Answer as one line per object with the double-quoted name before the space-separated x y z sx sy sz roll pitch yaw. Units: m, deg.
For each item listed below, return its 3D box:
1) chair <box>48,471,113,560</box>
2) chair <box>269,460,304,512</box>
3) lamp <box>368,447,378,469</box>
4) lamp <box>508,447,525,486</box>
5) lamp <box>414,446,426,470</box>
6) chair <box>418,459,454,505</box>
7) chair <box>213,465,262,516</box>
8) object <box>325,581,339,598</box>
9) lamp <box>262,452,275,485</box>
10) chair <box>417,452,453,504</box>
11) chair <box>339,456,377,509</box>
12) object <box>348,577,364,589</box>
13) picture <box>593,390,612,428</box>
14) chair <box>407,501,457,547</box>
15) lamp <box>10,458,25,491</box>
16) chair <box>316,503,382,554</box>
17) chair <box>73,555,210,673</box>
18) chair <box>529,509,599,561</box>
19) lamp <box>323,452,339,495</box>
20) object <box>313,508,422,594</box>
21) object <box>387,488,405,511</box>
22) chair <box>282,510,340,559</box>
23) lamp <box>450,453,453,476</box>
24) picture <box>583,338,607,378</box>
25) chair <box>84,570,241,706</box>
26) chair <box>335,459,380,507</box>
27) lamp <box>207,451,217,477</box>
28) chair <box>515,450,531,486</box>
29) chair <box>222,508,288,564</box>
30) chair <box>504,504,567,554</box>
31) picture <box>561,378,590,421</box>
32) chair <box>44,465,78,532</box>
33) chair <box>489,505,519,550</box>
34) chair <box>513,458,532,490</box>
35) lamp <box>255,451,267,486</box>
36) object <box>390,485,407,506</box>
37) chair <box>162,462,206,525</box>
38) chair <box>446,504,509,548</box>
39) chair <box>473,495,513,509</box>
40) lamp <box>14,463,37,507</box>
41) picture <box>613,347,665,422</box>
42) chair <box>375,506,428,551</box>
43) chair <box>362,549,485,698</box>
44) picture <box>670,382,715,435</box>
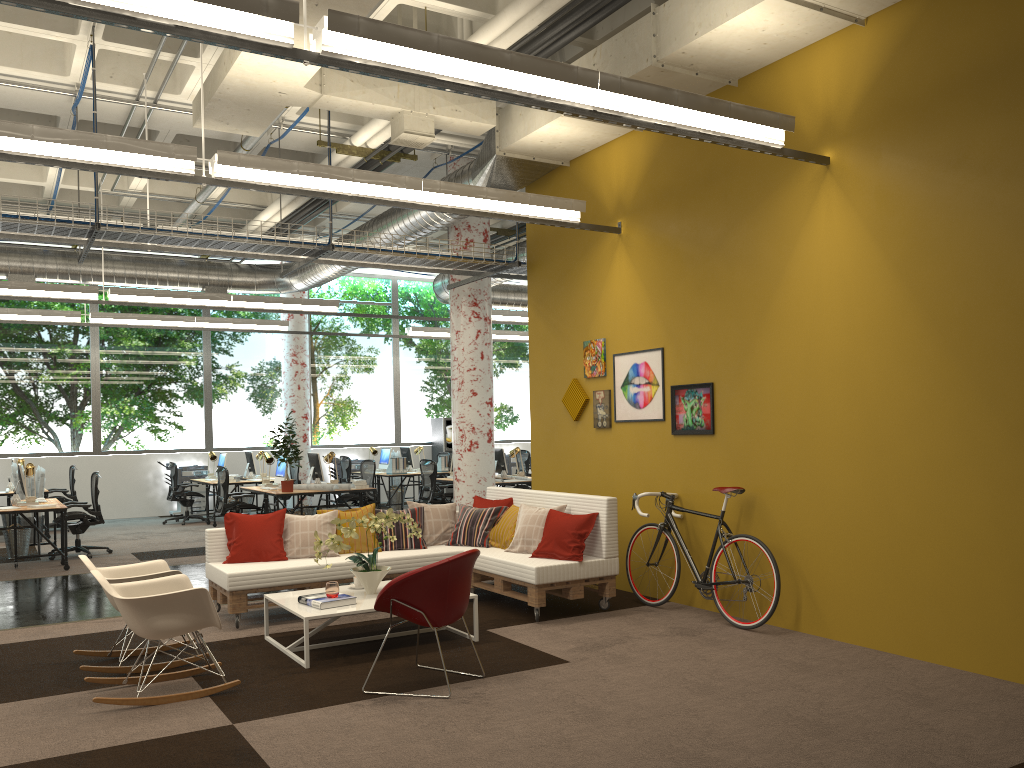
"chair" -5.588 1.676 11.413 0.771 1.085 0.792 -2 -1 43
"chair" -4.255 1.920 16.614 0.771 1.085 0.792 -2 -1 43
"lamp" -2.815 1.571 17.897 0.209 0.610 0.528 -1 -1 -11
"lamp" 0.089 1.318 14.239 0.209 0.610 0.528 -1 -1 -11
"lamp" -1.796 1.525 17.427 0.219 0.610 0.528 -1 -1 -11
"chair" -1.144 1.713 13.934 0.771 1.085 0.792 -2 -1 43
"chair" -3.807 1.662 12.283 0.771 1.085 0.792 -2 -1 43
"object" -1.238 1.419 6.101 0.094 0.106 0.094 -2 -1 20
"lamp" -3.593 1.313 13.058 0.219 0.610 0.528 -1 -1 -11
"chair" -1.566 1.946 18.203 0.771 1.085 0.792 -2 -1 43
"chair" -3.034 1.920 17.120 0.771 1.085 0.792 -2 -1 43
"object" -1.163 1.504 6.726 0.160 0.090 0.160 -1 -2 -6
"picture" 0.855 0.238 8.392 0.027 0.355 0.252 -1 -1 -31
"chair" -0.713 1.310 8.322 0.545 0.437 0.335 0 -1 -25
"lamp" -7.749 1.468 13.912 0.209 0.610 0.528 -1 -1 -11
"chair" -1.443 1.300 7.880 0.546 0.438 0.316 -1 -1 -18
"chair" -2.478 1.492 5.919 0.793 0.753 0.615 0 -1 -31
"chair" 0.432 1.244 7.247 0.519 0.395 0.334 -3 -2 37
"lamp" -2.575 1.266 12.588 0.209 0.610 0.528 -1 -1 -11
"object" -1.053 1.226 6.485 0.788 0.616 0.418 -1 -1 -18
"object" -2.252 2.229 17.153 0.353 0.435 0.359 0 -1 -34
"chair" -1.756 1.313 7.660 0.524 0.401 0.332 -1 -1 -12
"lamp" -0.924 1.364 14.710 0.209 0.610 0.528 -1 -1 -11
"picture" 0.792 -0.244 8.481 0.027 0.355 0.331 -1 -1 -31
"chair" -2.074 1.447 5.234 0.793 0.753 0.615 0 -1 -31
"chair" -2.339 1.687 13.365 0.771 1.085 0.792 -2 -1 43
"lamp" -5.509 1.545 16.307 0.219 0.610 0.528 -1 -1 -11
"chair" 0.397 1.953 19.147 0.771 1.085 0.792 -2 -1 43
"chair" -2.167 1.290 7.470 0.534 0.444 0.302 -1 -1 -14
"chair" 0.200 1.248 7.608 0.526 0.428 0.311 -3 -2 38
"picture" 0.626 0.156 8.756 0.047 0.424 0.425 -1 -1 -31
"chair" -7.513 1.889 14.690 0.771 1.085 0.792 -2 -1 43
"chair" 0.003 1.302 7.964 0.366 0.381 0.522 0 -2 -34
"chair" 0.325 1.739 15.016 0.771 1.085 0.792 -2 -1 43
"lamp" -4.491 1.499 15.837 0.209 0.610 0.528 -1 -1 -11
"object" -2.335 2.284 18.172 0.353 0.435 0.369 -1 -1 5
"chair" -5.724 1.895 15.531 0.771 1.085 0.792 -2 -1 43
"chair" -0.335 1.321 8.189 0.517 0.392 0.358 -2 -2 28
"chair" -0.208 1.293 8.456 0.534 0.437 0.287 -2 -1 32
"lamp" -5.818 1.255 10.637 0.219 0.610 0.528 -1 -1 -11
"picture" 1.129 0.021 7.933 0.018 0.632 0.707 -1 -1 -31
"chair" -1.032 1.333 8.053 0.523 0.408 0.341 -1 -1 -15
"chair" -0.499 1.382 5.287 0.637 0.812 0.834 -2 -2 34
"picture" 1.498 0.210 7.332 0.042 0.418 0.503 -1 -1 -31
